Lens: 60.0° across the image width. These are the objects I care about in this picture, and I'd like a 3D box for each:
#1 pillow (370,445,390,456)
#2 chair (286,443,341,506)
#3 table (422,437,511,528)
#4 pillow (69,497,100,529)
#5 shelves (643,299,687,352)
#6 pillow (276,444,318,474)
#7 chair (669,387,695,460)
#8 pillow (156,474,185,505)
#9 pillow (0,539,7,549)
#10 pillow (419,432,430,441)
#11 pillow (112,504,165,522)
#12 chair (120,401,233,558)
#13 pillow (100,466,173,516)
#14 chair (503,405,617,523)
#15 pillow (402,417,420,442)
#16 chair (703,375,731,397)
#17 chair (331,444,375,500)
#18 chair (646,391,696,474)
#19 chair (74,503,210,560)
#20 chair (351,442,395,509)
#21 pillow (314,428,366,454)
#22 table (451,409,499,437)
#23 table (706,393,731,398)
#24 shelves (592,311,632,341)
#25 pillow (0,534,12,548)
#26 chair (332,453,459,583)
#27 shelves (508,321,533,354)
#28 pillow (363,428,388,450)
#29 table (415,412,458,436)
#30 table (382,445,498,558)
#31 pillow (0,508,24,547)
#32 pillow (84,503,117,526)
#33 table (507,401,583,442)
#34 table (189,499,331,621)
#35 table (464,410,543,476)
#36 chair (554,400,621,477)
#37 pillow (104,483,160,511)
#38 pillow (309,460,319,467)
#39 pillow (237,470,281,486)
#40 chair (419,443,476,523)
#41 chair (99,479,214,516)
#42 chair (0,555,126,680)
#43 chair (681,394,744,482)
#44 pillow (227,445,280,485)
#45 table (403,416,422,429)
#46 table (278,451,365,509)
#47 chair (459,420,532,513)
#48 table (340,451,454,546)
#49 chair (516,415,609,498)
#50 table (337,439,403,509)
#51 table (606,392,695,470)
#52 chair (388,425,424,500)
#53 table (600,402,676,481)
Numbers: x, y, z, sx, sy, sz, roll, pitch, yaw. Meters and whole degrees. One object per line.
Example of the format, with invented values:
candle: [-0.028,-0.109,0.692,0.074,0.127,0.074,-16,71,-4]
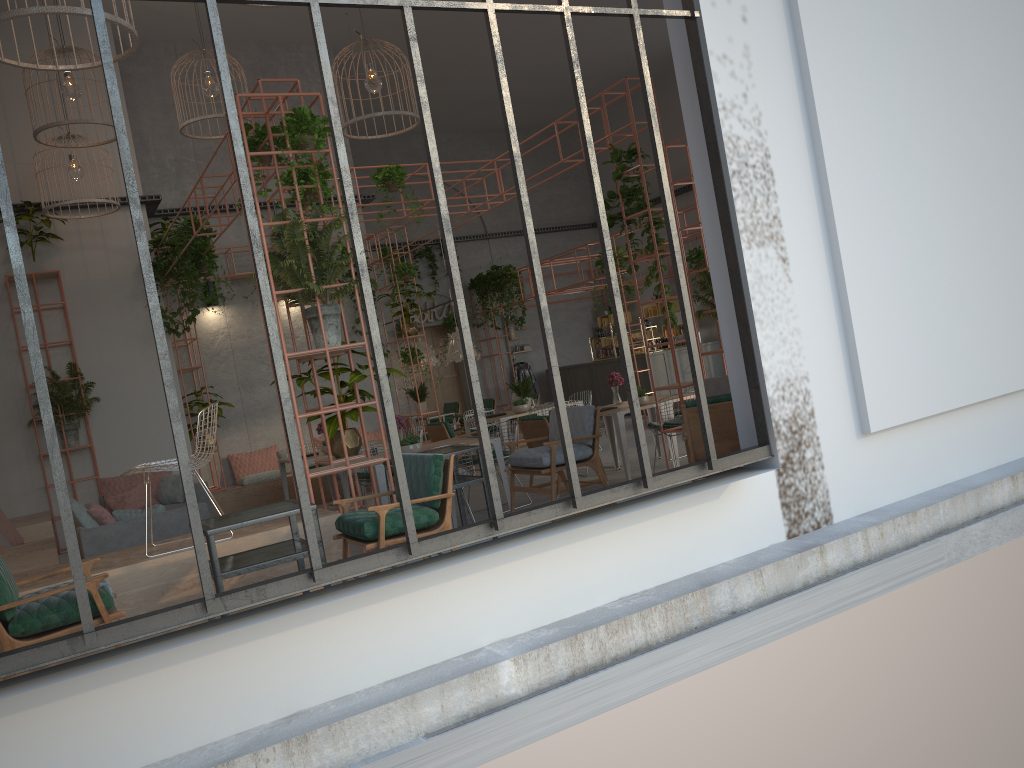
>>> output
pillow: [-1.950,1.051,14.206,0.637,0.149,0.491,-11,2,-27]
chair: [-2.802,1.323,12.572,0.565,0.941,0.717,-11,2,-27]
table: [-0.632,1.056,9.572,0.694,0.830,1.214,-11,2,-28]
pillow: [-3.748,1.233,7.831,0.276,0.474,0.839,-11,2,-28]
shelves: [3.574,-0.961,20.455,0.328,1.838,1.750,-11,2,-28]
pillow: [-3.329,1.167,13.916,0.666,0.385,0.289,-11,2,-33]
chair: [2.265,0.446,11.130,0.717,0.941,0.565,-11,2,-32]
pillow: [-4.094,1.269,10.690,0.495,0.349,0.308,-10,2,21]
pillow: [-4.875,1.478,8.256,0.276,0.474,0.839,-11,2,-38]
pillow: [-1.539,0.937,15.706,0.491,0.149,0.637,-11,2,-27]
pillow: [-3.226,1.222,7.826,0.499,0.324,0.307,-10,2,7]
chair: [-2.318,0.648,6.155,0.717,0.941,0.565,-11,2,-20]
pillow: [-4.541,1.299,10.815,0.836,0.476,0.273,-11,2,-28]
chair: [0.378,0.692,7.522,0.685,0.929,0.722,-11,2,-28]
pillow: [-1.887,0.820,15.407,0.276,0.474,0.839,-11,2,-38]
chair: [2.069,0.378,8.120,0.722,0.914,0.685,-10,2,12]
chair: [-1.922,1.207,10.941,0.565,0.941,0.717,-11,2,-12]
chair: [1.843,0.556,9.837,0.565,0.941,0.717,-11,2,-12]
chair: [-3.302,1.426,7.965,1.056,0.586,1.127,-11,2,-28]
chair: [-1.515,1.154,10.164,0.565,0.941,0.717,-11,2,-27]
pillow: [-2.776,1.011,14.198,0.839,0.474,0.276,-10,2,-8]
table: [-0.642,0.917,16.164,0.635,0.798,0.602,-11,2,-28]
table: [1.919,0.484,7.289,0.602,0.798,0.635,-10,2,12]
shelves: [2.670,-0.843,22.145,0.328,1.838,1.750,-11,2,-28]
pillow: [-5.165,1.561,8.859,0.289,0.385,0.666,-11,2,-33]
chair: [-0.714,0.941,5.597,0.685,0.929,0.722,-11,2,-28]
shelves: [0.180,-1.164,21.837,0.560,0.790,0.186,-11,2,-28]
pillow: [-2.221,0.951,14.524,0.666,0.385,0.289,-11,2,-33]
table: [-1.467,1.025,17.708,0.635,0.798,0.602,-11,2,-28]
table: [-0.565,0.940,7.011,0.635,0.798,0.602,-11,2,-28]
pillow: [-5.478,1.556,9.384,0.276,0.474,0.839,-10,2,-8]
pillow: [-3.606,1.238,7.891,0.289,0.385,0.666,-11,2,-28]
table: [0.522,0.748,13.318,0.694,0.830,1.214,-11,2,-28]
table: [-1.447,1.148,5.184,0.635,0.798,0.602,-11,2,-28]
table: [-0.078,0.865,12.985,0.694,0.830,1.205,-11,2,-28]
chair: [0.963,0.672,11.468,0.565,0.941,0.717,-11,2,-27]
pillow: [-4.506,1.367,10.525,0.441,0.317,0.479,-9,2,43]
pillow: [-2.829,1.223,13.724,0.637,0.149,0.491,-11,2,-27]
pillow: [-3.735,1.400,13.227,0.637,0.149,0.491,-11,2,-27]
chair: [-0.634,1.039,8.534,0.565,0.941,0.717,-11,2,-12]
chair: [-4.203,1.564,10.516,1.127,0.672,1.052,-11,2,-28]
chair: [-2.410,1.272,4.667,0.685,0.929,0.722,-11,2,-28]
chair: [1.605,0.509,6.273,0.722,0.917,0.685,-10,2,12]
pillow: [-3.903,1.230,13.629,0.839,0.474,0.276,-11,2,-38]
table: [-2.293,1.133,19.253,0.635,0.798,0.602,-11,2,-28]
table: [-2.518,1.341,11.647,0.694,0.830,1.205,-11,2,-28]
chair: [-0.213,0.928,9.827,0.717,0.941,0.565,-11,2,-32]
table: [-1.230,1.173,9.239,0.694,0.830,1.205,-11,2,-28]
chair: [0.565,0.780,10.286,0.685,0.917,0.722,-11,2,-28]
table: [-1.918,1.224,11.980,0.694,0.830,1.214,-11,2,-28]
table: [1.850,0.585,10.877,0.694,0.830,1.214,-11,2,-28]
chair: [-1.500,1.097,12.234,0.717,0.941,0.565,-11,2,-32]
table: [1.250,0.703,10.543,0.694,0.830,1.205,-11,2,-28]
